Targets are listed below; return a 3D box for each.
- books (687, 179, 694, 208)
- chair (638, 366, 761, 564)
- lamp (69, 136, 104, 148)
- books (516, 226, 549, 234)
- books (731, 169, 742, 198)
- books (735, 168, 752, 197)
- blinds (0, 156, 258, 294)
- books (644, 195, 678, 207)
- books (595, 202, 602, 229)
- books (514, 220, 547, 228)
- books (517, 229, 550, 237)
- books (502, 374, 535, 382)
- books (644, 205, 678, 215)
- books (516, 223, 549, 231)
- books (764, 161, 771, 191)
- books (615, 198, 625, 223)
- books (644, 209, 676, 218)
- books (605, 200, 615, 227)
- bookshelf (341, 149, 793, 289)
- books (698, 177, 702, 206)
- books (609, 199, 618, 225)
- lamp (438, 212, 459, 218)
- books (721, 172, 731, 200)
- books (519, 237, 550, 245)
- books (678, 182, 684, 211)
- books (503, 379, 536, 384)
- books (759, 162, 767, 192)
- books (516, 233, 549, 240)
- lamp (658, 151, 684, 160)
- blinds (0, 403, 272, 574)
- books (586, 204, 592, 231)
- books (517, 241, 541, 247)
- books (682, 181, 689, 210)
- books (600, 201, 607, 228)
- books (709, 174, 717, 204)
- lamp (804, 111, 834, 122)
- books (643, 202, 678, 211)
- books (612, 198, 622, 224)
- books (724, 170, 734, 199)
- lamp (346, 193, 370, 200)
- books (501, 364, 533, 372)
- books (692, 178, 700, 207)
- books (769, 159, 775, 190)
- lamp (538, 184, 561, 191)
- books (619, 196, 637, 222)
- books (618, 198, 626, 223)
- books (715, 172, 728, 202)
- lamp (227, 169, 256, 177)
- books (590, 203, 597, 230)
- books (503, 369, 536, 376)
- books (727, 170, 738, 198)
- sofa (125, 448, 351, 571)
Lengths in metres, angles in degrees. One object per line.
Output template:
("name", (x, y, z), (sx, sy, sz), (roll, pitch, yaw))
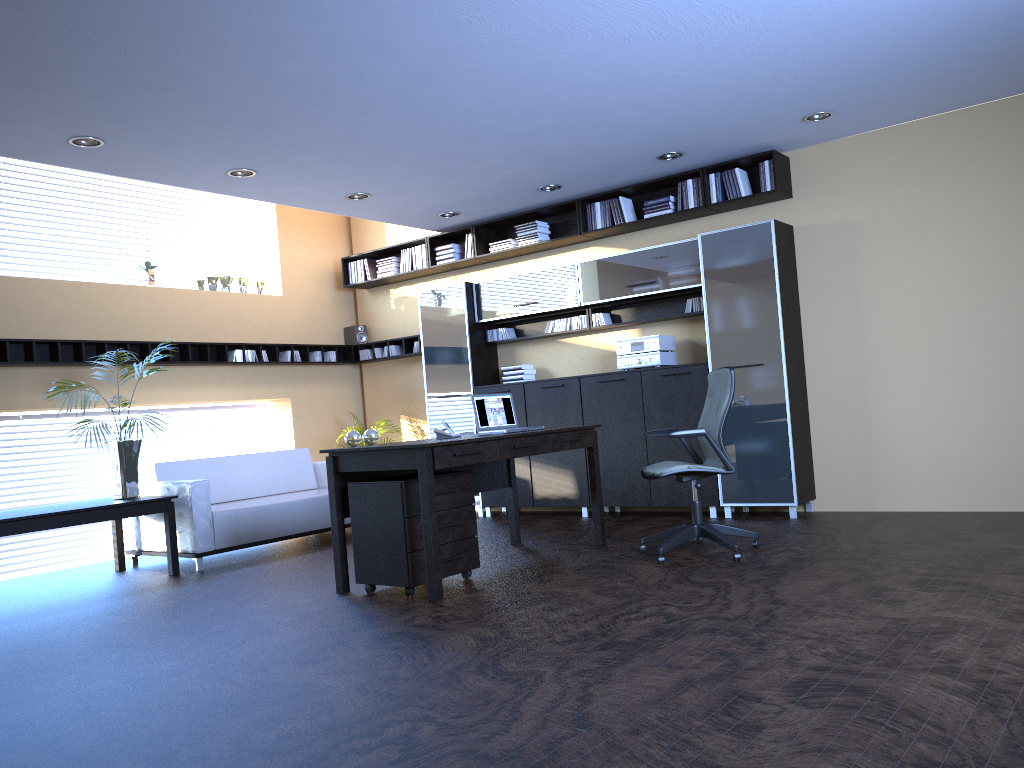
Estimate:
("books", (1.598, -1.639, 7.739), (0.050, 0.258, 0.207), (-5, -1, 37))
("chair", (1.226, 0.510, 5.863), (0.768, 1.215, 0.833), (-5, -1, -6))
("lamp", (-2.793, -1.630, 5.812), (0.209, 0.096, 0.208), (-5, -2, 7))
("books", (0.201, -1.518, 8.796), (0.259, 0.028, 0.207), (-6, -2, 36))
("books", (1.931, -1.674, 7.486), (0.075, 0.259, 0.207), (-5, -1, 37))
("books", (1.956, -1.677, 7.465), (0.075, 0.259, 0.207), (-5, -1, 36))
("blinds", (-4.537, -1.611, 7.896), (0.039, 1.460, 5.387), (-5, -2, 37))
("books", (1.346, -1.622, 7.929), (0.259, 0.050, 0.207), (-6, -2, 37))
("books", (0.856, -1.559, 8.307), (0.050, 0.258, 0.207), (-5, -1, 37))
("books", (0.189, -1.574, 8.802), (0.259, 0.028, 0.207), (-6, -2, 37))
("books", (0.218, -1.491, 8.798), (0.259, 0.028, 0.207), (-6, -2, 37))
("books", (0.067, -0.062, 8.980), (0.259, 0.050, 0.207), (-6, -2, 37))
("books", (1.349, -1.549, 7.940), (0.259, 0.031, 0.207), (-6, -2, 37))
("books", (0.206, -1.548, 8.786), (0.259, 0.028, 0.207), (-6, -2, 36))
("books", (2.147, -1.697, 7.327), (0.036, 0.258, 0.207), (-5, -1, 37))
("books", (1.040, -1.577, 8.165), (0.072, 0.257, 0.207), (-5, -1, 37))
("books", (1.348, -1.506, 7.952), (0.259, 0.050, 0.207), (-6, -2, 36))
("books", (0.941, -1.568, 8.248), (0.050, 0.258, 0.207), (-5, -1, 37))
("bookshelf", (0.192, -1.506, 8.826), (5.131, 0.340, 0.361), (-6, -2, 37))
("books", (1.681, -1.648, 7.676), (0.050, 0.258, 0.207), (-5, -1, 37))
("books", (0.991, -1.573, 8.208), (0.075, 0.259, 0.207), (-5, -1, 37))
("lamp", (-0.624, -1.706, 8.706), (0.208, 0.096, 0.209), (-3, -2, -35))
("books", (1.868, -1.667, 7.559), (0.075, 0.259, 0.207), (-5, -1, 37))
("books", (0.232, -1.406, 8.788), (0.259, 0.028, 0.207), (-6, -2, 37))
("books", (1.517, -1.629, 7.807), (0.055, 0.260, 0.207), (-5, -1, 37))
("books", (0.077, -0.012, 8.969), (0.259, 0.050, 0.207), (-6, -2, 37))
("books", (2.118, -1.694, 7.363), (0.050, 0.258, 0.207), (-5, -1, 36))
("books", (0.201, -1.459, 8.823), (0.259, 0.028, 0.207), (-6, -2, 36))
("lamp", (1.297, -1.912, 7.258), (0.209, 0.096, 0.208), (-6, -2, 31))
("blinds", (-4.328, 0.956, 7.874), (0.047, 1.367, 5.387), (-5, -2, 37))
("books", (0.776, -1.550, 8.374), (0.050, 0.258, 0.207), (-5, -1, 37))
("books", (0.211, -1.376, 8.793), (0.259, 0.028, 0.207), (-6, -2, 36))
("books", (1.562, -1.634, 7.777), (0.050, 0.258, 0.207), (-5, -1, 37))
("books", (0.901, -1.563, 8.281), (0.050, 0.258, 0.207), (-5, -1, 37))
("books", (1.762, -1.656, 7.612), (0.050, 0.258, 0.207), (-5, -1, 36))
("lamp", (2.258, -2.015, 6.533), (0.208, 0.096, 0.209), (-3, -2, -35))
("books", (1.337, -1.579, 7.948), (0.259, 0.031, 0.207), (-6, -2, 36))
("books", (1.016, -1.576, 8.188), (0.075, 0.259, 0.207), (-5, -1, 37))
("books", (1.880, -1.669, 7.523), (0.075, 0.259, 0.207), (-5, -1, 37))
("lamp", (-1.347, -1.681, 7.741), (0.209, 0.096, 0.208), (-5, -2, 19))
("books", (0.051, -0.163, 8.986), (0.259, 0.050, 0.207), (-6, -2, 36))
("books", (1.640, -1.643, 7.708), (0.050, 0.258, 0.207), (-5, -1, 37))
("books", (2.183, -1.701, 7.300), (0.050, 0.258, 0.207), (-5, -1, 36))
("lamp", (0.337, -1.809, 7.982), (0.209, 0.096, 0.208), (-6, -2, 31))
("books", (1.070, -1.582, 8.131), (0.072, 0.257, 0.207), (-5, -1, 36))
("books", (1.066, -1.581, 8.165), (0.072, 0.257, 0.207), (-5, -1, 37))
("books", (1.803, -1.661, 7.581), (0.050, 0.258, 0.207), (-5, -1, 37))
("lamp", (-2.070, -1.655, 6.777), (0.209, 0.096, 0.208), (-5, -2, 7))
("books", (0.818, -1.554, 8.342), (0.050, 0.258, 0.207), (-5, -1, 37))
("books", (0.078, -0.114, 8.981), (0.259, 0.050, 0.207), (-6, -2, 37))
("books", (1.908, -1.672, 7.507), (0.075, 0.259, 0.207), (-5, -1, 37))
("sofa", (-2.247, 1.047, 7.954), (1.015, 0.848, 2.055), (-6, -2, 37))
